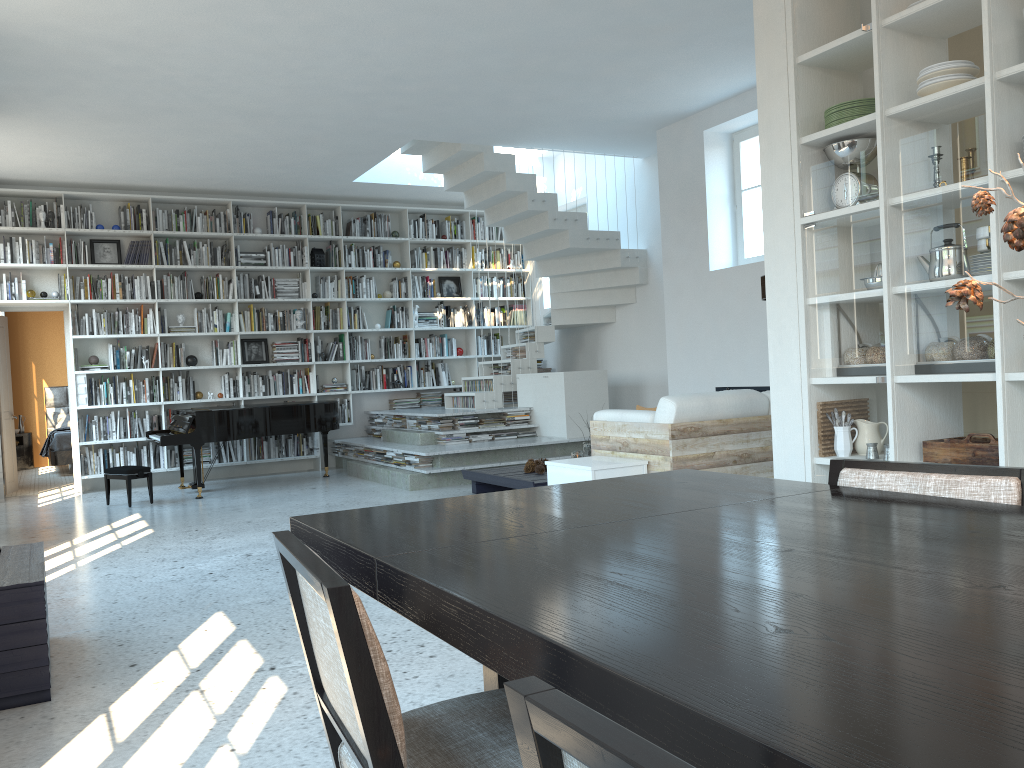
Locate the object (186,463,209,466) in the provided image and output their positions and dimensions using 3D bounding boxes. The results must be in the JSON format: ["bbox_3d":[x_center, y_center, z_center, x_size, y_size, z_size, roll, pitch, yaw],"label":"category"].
[{"bbox_3d":[-3.524,0.897,9.904,0.254,0.007,0.161,-3,1,-25],"label":"object"}]

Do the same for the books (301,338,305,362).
[{"bbox_3d":[-2.480,-0.395,10.467,0.011,0.288,0.152,-4,1,-28],"label":"books"}]

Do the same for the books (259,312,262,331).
[{"bbox_3d":[-2.911,-0.708,10.230,0.012,0.228,0.169,-4,1,-28],"label":"books"}]

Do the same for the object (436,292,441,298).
[{"bbox_3d":[-0.947,-1.121,11.240,0.091,0.092,0.091,-3,1,21],"label":"object"}]

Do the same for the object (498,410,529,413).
[{"bbox_3d":[0.018,0.283,9.449,0.284,0.030,0.177,-3,1,-28],"label":"object"}]

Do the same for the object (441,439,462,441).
[{"bbox_3d":[-0.610,0.565,8.994,0.204,0.004,0.140,-3,1,-25],"label":"object"}]

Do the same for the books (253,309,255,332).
[{"bbox_3d":[-2.977,-0.723,10.168,0.015,0.267,0.189,-4,1,-28],"label":"books"}]

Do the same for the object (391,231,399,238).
[{"bbox_3d":[-1.438,-1.833,10.914,0.104,0.105,0.104,-3,1,21],"label":"object"}]

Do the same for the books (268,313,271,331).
[{"bbox_3d":[-2.827,-0.707,10.274,0.024,0.216,0.175,-4,1,-28],"label":"books"}]

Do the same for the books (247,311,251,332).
[{"bbox_3d":[-3.032,-0.707,10.175,0.029,0.240,0.155,-4,1,-28],"label":"books"}]

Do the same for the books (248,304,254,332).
[{"bbox_3d":[-2.991,-0.748,10.162,0.014,0.317,0.188,-4,1,-28],"label":"books"}]

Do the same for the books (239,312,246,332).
[{"bbox_3d":[-3.085,-0.705,10.143,0.042,0.242,0.162,-4,1,-28],"label":"books"}]

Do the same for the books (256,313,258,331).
[{"bbox_3d":[-2.959,-0.705,10.221,0.024,0.228,0.147,-4,1,-28],"label":"books"}]

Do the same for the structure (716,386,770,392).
[{"bbox_3d":[2.381,0.292,7.474,0.734,0.584,1.211,-4,1,-32],"label":"structure"}]

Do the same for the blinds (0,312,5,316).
[{"bbox_3d":[-7.228,-0.373,12.585,0.140,3.232,0.776,-4,2,-28],"label":"blinds"}]

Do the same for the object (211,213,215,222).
[{"bbox_3d":[-3.370,-1.795,9.999,0.010,0.247,0.157,-4,1,-28],"label":"object"}]

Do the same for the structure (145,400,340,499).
[{"bbox_3d":[-2.653,0.636,9.103,1.917,0.833,1.334,-3,1,-28],"label":"structure"}]

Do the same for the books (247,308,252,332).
[{"bbox_3d":[-3.021,-0.730,10.195,0.010,0.284,0.136,-4,1,-28],"label":"books"}]

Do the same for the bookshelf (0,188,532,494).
[{"bbox_3d":[-2.566,-0.522,10.348,6.295,3.143,0.330,-3,1,-28],"label":"bookshelf"}]

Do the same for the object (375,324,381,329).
[{"bbox_3d":[-1.643,-0.703,10.849,0.071,0.072,0.071,-3,1,21],"label":"object"}]

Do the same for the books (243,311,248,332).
[{"bbox_3d":[-3.059,-0.709,10.167,0.026,0.248,0.139,-4,1,-28],"label":"books"}]

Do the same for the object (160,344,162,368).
[{"bbox_3d":[-3.868,-0.306,9.746,0.012,0.270,0.130,-4,1,-28],"label":"object"}]

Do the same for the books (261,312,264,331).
[{"bbox_3d":[-2.899,-0.712,10.245,0.025,0.236,0.137,-4,1,-28],"label":"books"}]

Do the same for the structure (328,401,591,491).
[{"bbox_3d":[-0.340,0.600,9.986,2.898,0.659,3.113,-3,1,-28],"label":"structure"}]

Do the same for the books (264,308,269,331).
[{"bbox_3d":[-2.854,-0.731,10.244,0.027,0.268,0.190,-4,1,-28],"label":"books"}]

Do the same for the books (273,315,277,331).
[{"bbox_3d":[-2.774,-0.701,10.318,0.050,0.199,0.145,-4,1,-28],"label":"books"}]

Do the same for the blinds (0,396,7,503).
[{"bbox_3d":[-5.366,-0.429,9.078,0.140,3.232,0.776,-4,2,-28],"label":"blinds"}]

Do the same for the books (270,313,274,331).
[{"bbox_3d":[-2.804,-0.707,10.288,0.030,0.215,0.168,-4,1,-28],"label":"books"}]

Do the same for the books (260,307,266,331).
[{"bbox_3d":[-2.879,-0.737,10.247,0.013,0.284,0.176,-4,1,-28],"label":"books"}]

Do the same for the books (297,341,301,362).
[{"bbox_3d":[-2.517,-0.375,10.439,0.012,0.254,0.161,-4,1,-28],"label":"books"}]

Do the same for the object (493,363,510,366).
[{"bbox_3d":[-0.126,-0.236,10.579,0.161,0.025,0.174,-3,1,-24],"label":"object"}]

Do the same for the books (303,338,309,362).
[{"bbox_3d":[-2.435,-0.393,10.477,0.011,0.279,0.186,-4,1,-28],"label":"books"}]

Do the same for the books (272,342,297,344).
[{"bbox_3d":[-2.661,-0.475,10.366,0.254,0.012,0.161,-3,1,-31],"label":"books"}]

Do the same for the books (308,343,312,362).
[{"bbox_3d":[-2.409,-0.369,10.479,0.034,0.229,0.199,-4,1,-28],"label":"books"}]

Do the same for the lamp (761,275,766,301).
[{"bbox_3d":[2.438,-0.159,6.018,0.470,1.966,1.559,-4,2,-42],"label":"lamp"}]

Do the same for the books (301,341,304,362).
[{"bbox_3d":[-2.490,-0.378,10.463,0.013,0.256,0.162,-4,1,-28],"label":"books"}]

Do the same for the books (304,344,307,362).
[{"bbox_3d":[-2.456,-0.361,10.486,0.021,0.217,0.132,-4,1,-28],"label":"books"}]

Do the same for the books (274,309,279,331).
[{"bbox_3d":[-2.742,-0.733,10.324,0.014,0.259,0.161,-4,1,-28],"label":"books"}]

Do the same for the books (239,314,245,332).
[{"bbox_3d":[-3.095,-0.687,10.125,0.053,0.209,0.156,-4,1,-28],"label":"books"}]

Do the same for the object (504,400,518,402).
[{"bbox_3d":[-0.026,0.223,11.776,0.367,0.007,0.205,-3,1,-18],"label":"object"}]

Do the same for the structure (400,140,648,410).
[{"bbox_3d":[-0.128,-1.104,9.673,2.613,3.383,1.954,-4,1,-28],"label":"structure"}]

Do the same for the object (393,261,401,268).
[{"bbox_3d":[-1.422,-1.465,10.928,0.100,0.102,0.100,-2,1,40],"label":"object"}]

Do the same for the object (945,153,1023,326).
[{"bbox_3d":[0.628,-0.055,0.704,0.542,0.601,0.317,-2,1,33],"label":"object"}]

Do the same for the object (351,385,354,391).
[{"bbox_3d":[-1.943,0.049,10.721,0.071,0.072,0.071,-3,1,21],"label":"object"}]

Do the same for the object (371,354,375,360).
[{"bbox_3d":[-1.717,-0.330,10.848,0.071,0.072,0.071,-3,1,21],"label":"object"}]

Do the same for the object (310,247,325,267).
[{"bbox_3d":[-2.297,-1.489,10.481,0.135,0.248,0.135,-4,2,-38],"label":"object"}]

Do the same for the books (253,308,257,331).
[{"bbox_3d":[-2.964,-0.731,10.192,0.010,0.281,0.170,-4,1,-28],"label":"books"}]

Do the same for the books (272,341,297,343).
[{"bbox_3d":[-2.661,-0.488,10.364,0.254,0.012,0.161,-3,1,-24],"label":"books"}]

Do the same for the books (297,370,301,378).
[{"bbox_3d":[-2.506,-0.025,10.465,0.010,0.284,0.132,-4,1,-28],"label":"books"}]

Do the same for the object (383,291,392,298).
[{"bbox_3d":[-1.541,-1.097,10.956,0.111,0.113,0.111,-2,1,40],"label":"object"}]

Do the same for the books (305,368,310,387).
[{"bbox_3d":[-2.423,-0.037,10.499,0.011,0.300,0.149,-4,1,-28],"label":"books"}]

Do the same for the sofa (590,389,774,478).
[{"bbox_3d":[1.634,0.436,5.693,2.194,0.854,0.871,-3,1,-28],"label":"sofa"}]

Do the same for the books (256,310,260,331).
[{"bbox_3d":[-2.939,-0.722,10.238,0.028,0.259,0.134,-4,1,-28],"label":"books"}]

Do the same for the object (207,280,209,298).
[{"bbox_3d":[-3.434,-1.047,9.973,0.010,0.225,0.142,-4,1,-28],"label":"object"}]

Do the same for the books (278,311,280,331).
[{"bbox_3d":[-2.729,-0.721,10.326,0.010,0.234,0.175,-4,1,-28],"label":"books"}]

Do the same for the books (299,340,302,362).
[{"bbox_3d":[-2.505,-0.379,10.442,0.011,0.261,0.184,-4,1,-28],"label":"books"}]

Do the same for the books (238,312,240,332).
[{"bbox_3d":[-3.136,-0.699,10.132,0.011,0.235,0.142,-4,1,-28],"label":"books"}]

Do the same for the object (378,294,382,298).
[{"bbox_3d":[-1.630,-1.070,10.882,0.068,0.068,0.068,-2,1,40],"label":"object"}]

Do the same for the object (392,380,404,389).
[{"bbox_3d":[-1.392,0.001,10.846,0.160,0.114,0.064,-4,1,-40],"label":"object"}]
